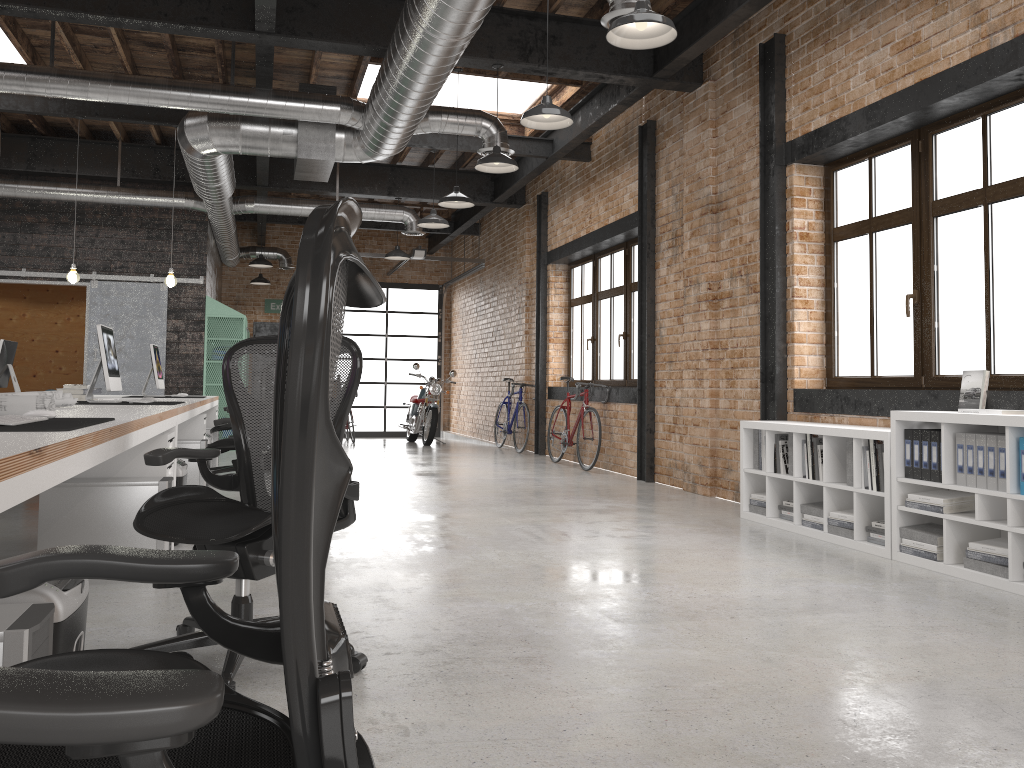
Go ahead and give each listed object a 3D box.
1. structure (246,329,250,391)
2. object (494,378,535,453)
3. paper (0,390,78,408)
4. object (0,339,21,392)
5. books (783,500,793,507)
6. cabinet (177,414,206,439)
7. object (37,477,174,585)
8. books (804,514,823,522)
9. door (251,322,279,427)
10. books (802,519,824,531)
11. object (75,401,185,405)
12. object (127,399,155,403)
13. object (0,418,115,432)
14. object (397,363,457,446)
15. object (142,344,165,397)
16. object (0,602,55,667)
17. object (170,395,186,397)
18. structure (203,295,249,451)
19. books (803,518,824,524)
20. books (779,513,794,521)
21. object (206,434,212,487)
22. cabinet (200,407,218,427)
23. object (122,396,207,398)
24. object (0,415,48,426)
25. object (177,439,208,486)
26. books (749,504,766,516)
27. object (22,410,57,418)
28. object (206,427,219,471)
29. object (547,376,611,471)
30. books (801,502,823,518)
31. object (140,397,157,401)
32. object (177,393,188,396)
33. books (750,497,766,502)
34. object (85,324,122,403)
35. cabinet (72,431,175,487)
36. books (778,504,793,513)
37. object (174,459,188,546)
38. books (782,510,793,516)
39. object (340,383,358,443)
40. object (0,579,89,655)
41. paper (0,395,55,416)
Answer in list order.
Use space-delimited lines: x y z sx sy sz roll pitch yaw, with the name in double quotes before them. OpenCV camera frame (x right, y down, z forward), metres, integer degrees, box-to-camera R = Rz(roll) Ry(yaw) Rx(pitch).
"structure" -4.884 -0.148 15.496 0.556 2.106 1.116 2 -3 -16
"object" -0.014 0.428 12.680 0.401 1.042 1.735 2 -1 -21
"paper" -2.943 0.077 4.538 1.074 0.106 0.974 0 0 38
"object" -4.432 -0.139 7.776 0.189 0.486 0.483 1 -2 -16
"books" 1.933 0.785 5.818 0.199 0.055 0.239 1 0 -15
"cabinet" -2.781 0.574 7.301 0.459 0.649 0.387 1 -2 -16
"object" -1.864 0.671 4.089 0.541 0.456 0.220 1 -3 -16
"books" 1.982 0.826 5.513 0.214 0.046 0.251 1 0 -16
"door" -4.494 -0.137 17.073 0.998 2.105 0.217 1 -3 -16
"books" 1.976 0.870 5.522 0.206 0.061 0.274 1 0 -16
"object" -2.492 0.122 5.677 0.687 0.008 0.847 1 0 -16
"object" -2.376 0.110 5.672 0.118 0.017 0.438 1 0 -16
"object" -1.638 0.121 2.688 0.687 0.008 0.847 1 0 -16
"object" -1.446 0.337 14.819 0.812 1.363 2.174 2 -1 -28
"object" -3.354 -0.125 8.306 0.189 0.486 0.483 1 -2 -16
"object" -1.160 0.670 1.626 0.541 0.456 0.220 1 -3 -16
"object" -3.135 0.111 8.330 0.118 0.017 0.438 1 0 -16
"structure" -4.041 -0.149 12.546 0.556 2.106 1.116 2 -3 -16
"books" 1.981 0.844 5.517 0.219 0.034 0.259 1 0 -16
"books" 1.914 0.875 5.835 0.184 0.050 0.261 1 0 -15
"object" -2.751 0.667 7.719 0.250 0.467 0.338 1 -2 -16
"cabinet" -3.369 0.575 9.359 0.459 0.649 0.387 1 -2 -16
"object" -3.251 0.123 8.334 0.687 0.008 0.847 1 0 -17
"object" -1.527 0.109 2.700 0.118 0.017 0.438 1 0 -16
"object" -2.690 0.672 6.981 0.541 0.456 0.220 1 -3 -16
"books" 1.810 0.866 6.128 0.217 0.072 0.289 1 0 -16
"object" -1.610 0.103 3.017 0.106 0.028 0.059 1 -1 -17
"object" -3.278 0.672 9.037 0.541 0.456 0.220 1 -3 -16
"object" 0.694 0.427 10.199 0.401 1.042 1.735 2 -1 -21
"books" 1.982 0.790 5.534 0.217 0.078 0.290 1 0 -16
"object" -2.459 0.104 5.989 0.106 0.028 0.059 1 -1 -17
"object" -3.218 0.105 8.647 0.106 0.028 0.059 1 -1 -17
"books" 1.812 0.789 6.117 0.219 0.039 0.260 1 0 -16
"object" -2.594 -0.126 5.649 0.189 0.486 0.483 1 -2 -16
"cabinet" -1.968 0.573 4.456 0.459 0.649 0.387 1 -2 -16
"books" 1.931 0.818 5.841 0.222 0.055 0.281 1 0 -15
"object" -1.986 0.666 5.039 0.250 0.467 0.338 1 -2 -16
"books" 1.910 0.846 5.821 0.163 0.047 0.239 1 0 -15
"object" -2.879 0.500 15.333 0.410 1.036 1.731 1 -1 -9
"object" -1.126 0.665 2.028 0.250 0.467 0.338 1 -2 -16
"paper" -2.323 0.079 3.269 1.133 0.083 0.083 1 -2 -21
